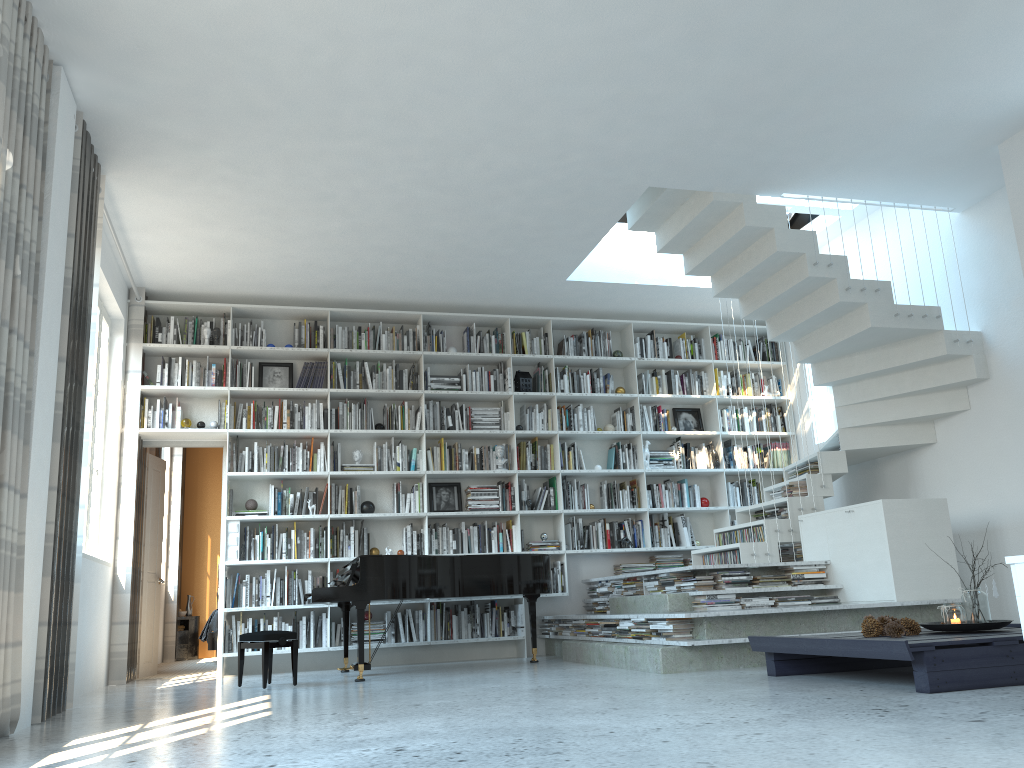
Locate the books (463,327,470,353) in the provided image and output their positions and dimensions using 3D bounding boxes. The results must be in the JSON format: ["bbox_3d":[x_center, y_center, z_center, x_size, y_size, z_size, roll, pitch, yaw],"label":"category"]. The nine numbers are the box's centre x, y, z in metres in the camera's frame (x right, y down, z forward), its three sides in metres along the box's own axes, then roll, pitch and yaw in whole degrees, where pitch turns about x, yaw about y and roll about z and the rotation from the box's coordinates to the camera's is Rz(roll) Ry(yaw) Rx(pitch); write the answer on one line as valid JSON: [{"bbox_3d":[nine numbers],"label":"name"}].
[{"bbox_3d":[-0.434,-0.380,8.450,0.014,0.291,0.176,1,-14,-15],"label":"books"}]

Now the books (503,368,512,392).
[{"bbox_3d":[-0.054,-0.005,8.400,0.037,0.236,0.273,1,-14,-15],"label":"books"}]

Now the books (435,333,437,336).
[{"bbox_3d":[-0.723,-0.349,8.393,0.006,0.232,0.136,1,-14,-15],"label":"books"}]

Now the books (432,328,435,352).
[{"bbox_3d":[-0.746,-0.374,8.358,0.011,0.264,0.164,1,-14,-15],"label":"books"}]

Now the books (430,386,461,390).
[{"bbox_3d":[-0.636,0.051,8.295,0.285,0.012,0.160,2,-15,-18],"label":"books"}]

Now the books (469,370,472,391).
[{"bbox_3d":[-0.413,0.003,8.363,0.021,0.237,0.172,1,-14,-15],"label":"books"}]

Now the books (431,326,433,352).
[{"bbox_3d":[-0.771,-0.386,8.370,0.010,0.295,0.153,1,-14,-15],"label":"books"}]

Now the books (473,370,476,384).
[{"bbox_3d":[-0.363,0.003,8.387,0.012,0.244,0.132,1,-14,-15],"label":"books"}]

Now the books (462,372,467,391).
[{"bbox_3d":[-0.451,0.016,8.376,0.024,0.223,0.129,1,-14,-15],"label":"books"}]

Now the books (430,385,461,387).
[{"bbox_3d":[-0.637,0.040,8.300,0.285,0.012,0.160,2,-15,-17],"label":"books"}]

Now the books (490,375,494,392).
[{"bbox_3d":[-0.206,0.029,8.406,0.029,0.188,0.176,1,-14,-15],"label":"books"}]

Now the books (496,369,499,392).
[{"bbox_3d":[-0.154,-0.001,8.445,0.029,0.260,0.133,1,-14,-15],"label":"books"}]

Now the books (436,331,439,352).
[{"bbox_3d":[-0.710,-0.360,8.385,0.014,0.247,0.139,1,-14,-15],"label":"books"}]

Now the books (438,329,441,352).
[{"bbox_3d":[-0.696,-0.369,8.385,0.013,0.263,0.147,1,-14,-15],"label":"books"}]

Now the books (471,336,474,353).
[{"bbox_3d":[-0.395,-0.334,8.470,0.031,0.208,0.147,1,-14,-15],"label":"books"}]

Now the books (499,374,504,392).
[{"bbox_3d":[-0.121,0.024,8.433,0.029,0.202,0.192,1,-14,-15],"label":"books"}]

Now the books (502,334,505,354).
[{"bbox_3d":[-0.099,-0.345,8.545,0.014,0.238,0.153,1,-14,-15],"label":"books"}]

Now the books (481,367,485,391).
[{"bbox_3d":[-0.289,-0.010,8.400,0.023,0.269,0.185,1,-14,-15],"label":"books"}]

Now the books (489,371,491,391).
[{"bbox_3d":[-0.228,0.009,8.410,0.012,0.230,0.159,1,-14,-15],"label":"books"}]

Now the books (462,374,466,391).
[{"bbox_3d":[-0.466,0.025,8.338,0.025,0.187,0.194,1,-14,-15],"label":"books"}]

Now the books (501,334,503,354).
[{"bbox_3d":[-0.114,-0.346,8.550,0.014,0.243,0.145,1,-14,-15],"label":"books"}]

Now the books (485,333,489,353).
[{"bbox_3d":[-0.250,-0.348,8.500,0.023,0.236,0.154,1,-14,-15],"label":"books"}]

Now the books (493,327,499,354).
[{"bbox_3d":[-0.155,-0.378,8.545,0.012,0.307,0.138,1,-14,-15],"label":"books"}]

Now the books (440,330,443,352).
[{"bbox_3d":[-0.671,-0.366,8.384,0.005,0.254,0.168,1,-14,-15],"label":"books"}]

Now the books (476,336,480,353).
[{"bbox_3d":[-0.342,-0.338,8.467,0.050,0.210,0.173,1,-14,-15],"label":"books"}]

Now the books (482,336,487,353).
[{"bbox_3d":[-0.275,-0.334,8.483,0.033,0.202,0.167,1,-14,-15],"label":"books"}]

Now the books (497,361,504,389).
[{"bbox_3d":[-0.106,-0.037,8.462,0.012,0.333,0.156,1,-14,-15],"label":"books"}]

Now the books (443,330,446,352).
[{"bbox_3d":[-0.642,-0.365,8.395,0.011,0.255,0.144,1,-14,-15],"label":"books"}]

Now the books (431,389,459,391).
[{"bbox_3d":[-0.634,0.073,8.285,0.254,0.012,0.161,0,-14,-11],"label":"books"}]

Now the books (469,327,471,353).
[{"bbox_3d":[-0.414,-0.380,8.463,0.011,0.295,0.157,1,-14,-15],"label":"books"}]

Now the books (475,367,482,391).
[{"bbox_3d":[-0.320,-0.007,8.413,0.029,0.273,0.141,1,-14,-15],"label":"books"}]

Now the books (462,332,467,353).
[{"bbox_3d":[-0.450,-0.353,8.457,0.012,0.245,0.151,1,-14,-15],"label":"books"}]

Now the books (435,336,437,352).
[{"bbox_3d":[-0.731,-0.337,8.366,0.023,0.195,0.172,1,-14,-15],"label":"books"}]

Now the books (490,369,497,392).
[{"bbox_3d":[-0.178,0.001,8.421,0.032,0.247,0.174,1,-14,-15],"label":"books"}]

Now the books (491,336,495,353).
[{"bbox_3d":[-0.200,-0.336,8.487,0.023,0.201,0.193,1,-14,-15],"label":"books"}]

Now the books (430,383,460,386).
[{"bbox_3d":[-0.635,0.021,8.297,0.285,0.024,0.160,0,-14,-11],"label":"books"}]

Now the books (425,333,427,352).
[{"bbox_3d":[-0.825,-0.352,8.351,0.023,0.227,0.157,1,-14,-15],"label":"books"}]

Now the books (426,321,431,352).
[{"bbox_3d":[-0.785,-0.406,8.377,0.014,0.340,0.145,1,-14,-15],"label":"books"}]

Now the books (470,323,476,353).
[{"bbox_3d":[-0.373,-0.399,8.469,0.010,0.330,0.186,1,-14,-15],"label":"books"}]

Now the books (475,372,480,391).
[{"bbox_3d":[-0.341,0.014,8.381,0.028,0.218,0.184,1,-14,-15],"label":"books"}]

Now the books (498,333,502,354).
[{"bbox_3d":[-0.132,-0.349,8.535,0.028,0.243,0.161,1,-14,-15],"label":"books"}]

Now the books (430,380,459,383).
[{"bbox_3d":[-0.637,-0.002,8.306,0.254,0.025,0.161,2,-15,-19],"label":"books"}]

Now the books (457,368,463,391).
[{"bbox_3d":[-0.487,-0.006,8.345,0.012,0.253,0.161,1,-14,-15],"label":"books"}]

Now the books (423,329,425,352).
[{"bbox_3d":[-0.844,-0.370,8.330,0.026,0.252,0.186,1,-14,-15],"label":"books"}]

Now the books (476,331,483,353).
[{"bbox_3d":[-0.311,-0.362,8.501,0.028,0.269,0.140,1,-14,-15],"label":"books"}]

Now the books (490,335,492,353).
[{"bbox_3d":[-0.222,-0.339,8.501,0.012,0.216,0.180,1,-14,-15],"label":"books"}]

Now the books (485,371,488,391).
[{"bbox_3d":[-0.264,0.011,8.393,0.023,0.222,0.191,1,-14,-15],"label":"books"}]

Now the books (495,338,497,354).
[{"bbox_3d":[-0.166,-0.327,8.535,0.014,0.204,0.135,1,-14,-15],"label":"books"}]

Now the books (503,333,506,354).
[{"bbox_3d":[-0.084,-0.352,8.558,0.022,0.256,0.137,1,-14,-15],"label":"books"}]

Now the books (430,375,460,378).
[{"bbox_3d":[-0.642,-0.047,8.326,0.285,0.024,0.160,1,-15,-15],"label":"books"}]

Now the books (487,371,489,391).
[{"bbox_3d":[-0.240,0.011,8.413,0.010,0.229,0.152,1,-14,-15],"label":"books"}]

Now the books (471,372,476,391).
[{"bbox_3d":[-0.378,0.013,8.367,0.027,0.216,0.190,1,-14,-15],"label":"books"}]

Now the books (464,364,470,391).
[{"bbox_3d":[-0.425,-0.024,8.349,0.011,0.283,0.190,1,-14,-15],"label":"books"}]

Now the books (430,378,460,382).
[{"bbox_3d":[-0.639,-0.025,8.316,0.285,0.024,0.160,1,-15,-13],"label":"books"}]

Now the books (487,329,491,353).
[{"bbox_3d":[-0.231,-0.368,8.494,0.010,0.269,0.180,1,-14,-15],"label":"books"}]

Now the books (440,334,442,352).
[{"bbox_3d":[-0.680,-0.348,8.379,0.016,0.218,0.144,1,-14,-15],"label":"books"}]

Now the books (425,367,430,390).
[{"bbox_3d":[-0.788,-0.014,8.246,0.021,0.248,0.192,1,-14,-15],"label":"books"}]

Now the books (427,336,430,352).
[{"bbox_3d":[-0.798,-0.339,8.342,0.026,0.194,0.167,1,-14,-15],"label":"books"}]

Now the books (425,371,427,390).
[{"bbox_3d":[-0.809,0.006,8.257,0.013,0.217,0.141,1,-14,-15],"label":"books"}]

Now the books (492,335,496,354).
[{"bbox_3d":[-0.188,-0.340,8.539,0.026,0.233,0.137,1,-14,-15],"label":"books"}]
